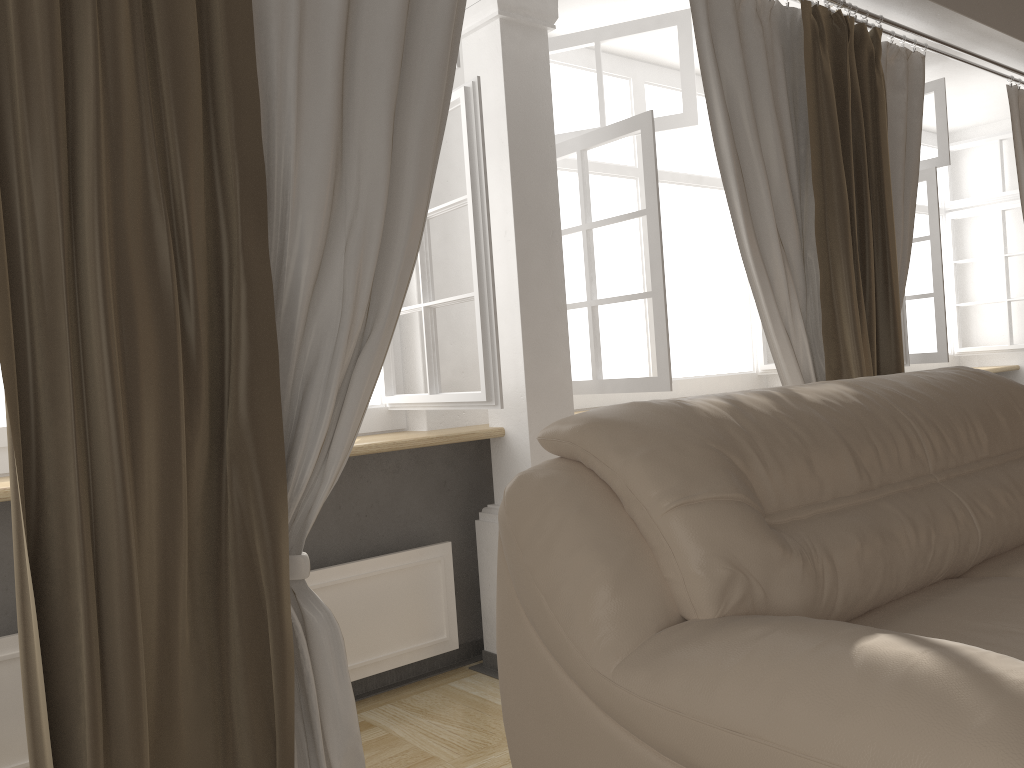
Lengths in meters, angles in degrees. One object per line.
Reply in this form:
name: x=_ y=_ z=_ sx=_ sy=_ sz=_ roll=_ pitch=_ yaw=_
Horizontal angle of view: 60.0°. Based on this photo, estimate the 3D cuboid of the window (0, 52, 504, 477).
window: x=-0.836 y=-0.546 z=2.311 sx=1.600 sy=1.500 sz=0.781 roll=-5 pitch=1 yaw=-39

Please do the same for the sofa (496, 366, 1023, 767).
sofa: x=1.058 y=0.427 z=1.990 sx=2.135 sy=0.900 sz=1.051 roll=-5 pitch=1 yaw=-39

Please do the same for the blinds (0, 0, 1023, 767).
blinds: x=1.174 y=-0.303 z=3.197 sx=5.765 sy=2.294 sz=0.285 roll=-5 pitch=1 yaw=-39

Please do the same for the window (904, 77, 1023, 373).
window: x=2.387 y=-0.810 z=4.949 sx=1.653 sy=1.500 sz=0.782 roll=-5 pitch=1 yaw=-39

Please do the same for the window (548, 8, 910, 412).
window: x=0.843 y=-0.684 z=3.701 sx=1.759 sy=1.500 sz=0.784 roll=-5 pitch=1 yaw=-40
